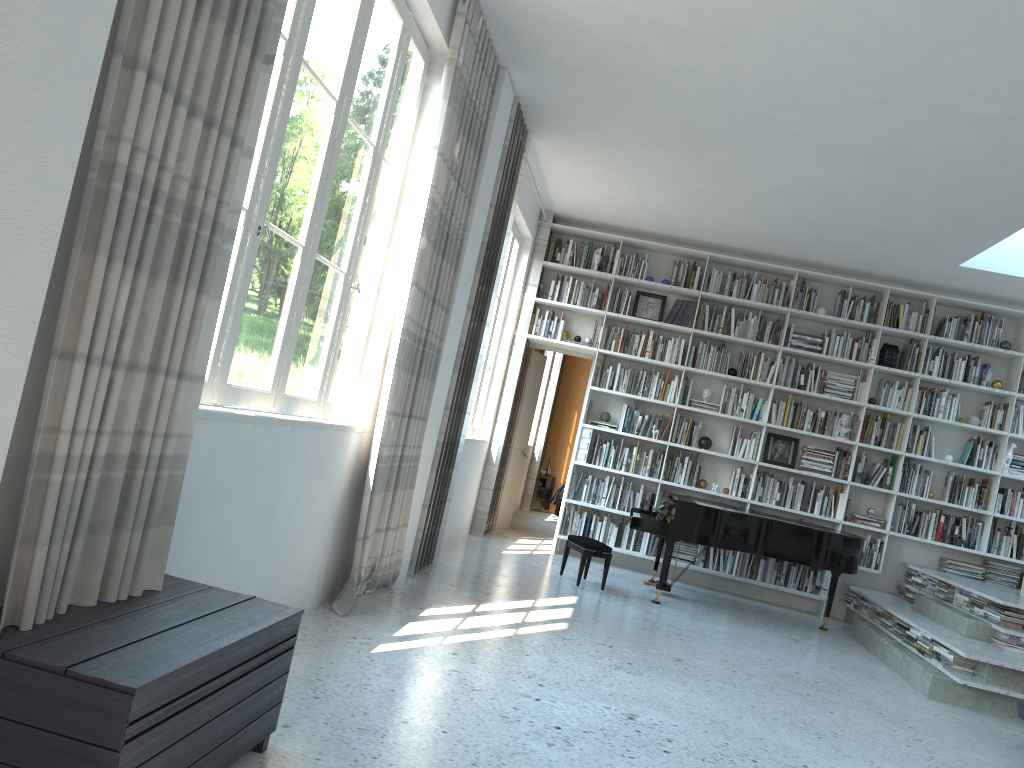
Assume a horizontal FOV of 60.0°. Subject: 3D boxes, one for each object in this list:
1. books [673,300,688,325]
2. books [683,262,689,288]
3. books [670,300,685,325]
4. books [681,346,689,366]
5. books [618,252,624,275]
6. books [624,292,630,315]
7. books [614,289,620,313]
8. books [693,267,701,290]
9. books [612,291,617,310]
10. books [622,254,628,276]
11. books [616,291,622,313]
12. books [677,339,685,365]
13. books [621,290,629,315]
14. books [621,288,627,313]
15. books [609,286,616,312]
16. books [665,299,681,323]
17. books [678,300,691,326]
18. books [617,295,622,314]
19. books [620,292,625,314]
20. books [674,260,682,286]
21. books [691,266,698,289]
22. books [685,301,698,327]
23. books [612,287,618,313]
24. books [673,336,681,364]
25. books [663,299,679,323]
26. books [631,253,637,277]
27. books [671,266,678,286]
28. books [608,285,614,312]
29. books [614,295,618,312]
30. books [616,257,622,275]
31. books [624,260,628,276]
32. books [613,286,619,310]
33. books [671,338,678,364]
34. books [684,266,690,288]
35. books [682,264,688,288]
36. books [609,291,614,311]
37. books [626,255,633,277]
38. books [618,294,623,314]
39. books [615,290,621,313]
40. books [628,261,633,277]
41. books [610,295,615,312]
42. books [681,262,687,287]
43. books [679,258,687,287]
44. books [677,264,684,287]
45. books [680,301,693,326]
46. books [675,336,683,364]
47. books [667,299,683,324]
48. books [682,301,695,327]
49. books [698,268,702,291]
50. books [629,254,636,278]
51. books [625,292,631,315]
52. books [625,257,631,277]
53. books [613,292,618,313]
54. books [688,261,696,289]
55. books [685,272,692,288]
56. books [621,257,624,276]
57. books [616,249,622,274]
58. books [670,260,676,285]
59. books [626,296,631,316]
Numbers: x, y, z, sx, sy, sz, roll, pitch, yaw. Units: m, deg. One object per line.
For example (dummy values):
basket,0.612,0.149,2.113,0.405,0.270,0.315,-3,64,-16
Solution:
books,1.639,-0.676,8.651,0.097,0.282,0.174,12,-2,8
books,1.696,-1.036,8.669,0.011,0.274,0.183,12,-2,8
books,1.612,-0.678,8.675,0.110,0.279,0.174,12,-2,8
books,1.666,-0.257,8.591,0.039,0.202,0.236,12,-3,8
books,1.075,-1.159,8.772,0.007,0.258,0.156,12,-2,8
books,1.126,-0.770,8.725,0.011,0.249,0.168,12,-2,8
books,1.037,-0.794,8.737,0.009,0.260,0.184,12,-2,8
books,1.798,-1.003,8.658,0.031,0.254,0.178,12,-2,8
books,1.006,-0.789,8.751,0.005,0.238,0.154,12,-2,8
books,1.114,-1.147,8.758,0.012,0.249,0.180,12,-2,8
books,1.049,-0.785,8.722,0.004,0.246,0.189,12,-2,8
books,1.640,-0.293,8.622,0.035,0.263,0.178,12,-2,8
books,1.109,-0.778,8.718,0.023,0.258,0.183,12,-2,8
books,1.100,-0.791,8.730,0.005,0.281,0.191,12,-2,8
books,0.990,-0.817,8.751,0.006,0.287,0.148,12,-2,8
books,1.568,-0.687,8.681,0.110,0.279,0.174,12,-2,8
books,1.674,-0.670,8.666,0.078,0.285,0.174,12,-2,8
books,1.059,-0.765,8.761,0.012,0.214,0.132,12,-2,8
books,1.084,-0.775,8.733,0.019,0.243,0.153,12,-2,8
books,1.616,-1.055,8.681,0.024,0.279,0.188,12,-2,8
books,1.774,-1.011,8.674,0.022,0.260,0.152,12,-2,8
books,1.738,-0.657,8.643,0.078,0.285,0.174,12,-2,8
books,1.015,-0.807,8.750,0.005,0.277,0.147,12,-2,8
books,1.598,-0.316,8.620,0.012,0.291,0.182,12,-2,8
books,1.545,-0.692,8.675,0.110,0.279,0.174,12,-2,8
books,1.198,-1.140,8.744,0.007,0.272,0.154,12,-2,8
books,1.585,-1.030,8.689,0.028,0.218,0.153,12,-2,8
books,0.976,-0.824,8.743,0.005,0.292,0.184,12,-2,8
books,1.024,-0.774,8.723,0.004,0.214,0.186,12,-3,8
books,1.057,-1.136,8.767,0.017,0.204,0.142,12,-2,8
books,1.124,-1.115,8.769,0.017,0.193,0.129,12,-2,8
books,1.022,-0.811,8.752,0.006,0.289,0.144,12,-2,8
books,1.582,-0.305,8.650,0.024,0.266,0.155,12,-2,8
books,1.709,-1.021,8.695,0.013,0.254,0.129,12,-2,8
books,1.684,-1.033,8.669,0.010,0.263,0.156,12,-2,8
books,0.980,-0.790,8.774,0.006,0.233,0.136,12,-2,8
books,1.157,-1.134,8.754,0.016,0.243,0.156,12,-2,8
books,1.069,-0.766,8.723,0.018,0.218,0.186,12,-3,8
books,1.046,-0.786,8.744,0.010,0.249,0.166,12,-2,8
books,1.166,-1.106,8.760,0.014,0.192,0.146,12,-2,8
books,0.992,-0.774,8.751,0.015,0.207,0.172,12,-3,8
books,1.677,-1.044,8.683,0.013,0.283,0.166,12,-2,8
books,1.670,-1.063,8.700,0.014,0.320,0.137,12,-2,8
books,1.638,-1.035,8.676,0.028,0.249,0.155,12,-2,8
books,1.697,-0.665,8.667,0.078,0.285,0.174,12,-2,8
books,1.616,-0.311,8.629,0.022,0.289,0.169,12,-2,8
books,1.587,-0.684,8.660,0.110,0.279,0.174,12,-2,8
books,1.718,-0.661,8.659,0.078,0.285,0.174,12,-2,8
books,1.834,-0.993,8.667,0.039,0.252,0.146,12,-2,8
books,1.186,-1.137,8.746,0.016,0.260,0.154,12,-2,8
books,1.137,-0.770,8.722,0.012,0.254,0.166,12,-2,8
books,1.140,-1.129,8.751,0.013,0.225,0.177,12,-2,8
books,1.020,-0.782,8.734,0.009,0.228,0.184,12,-3,8
books,1.753,-1.035,8.655,0.025,0.297,0.163,12,-2,8
books,1.717,-0.988,8.667,0.027,0.190,0.177,12,-3,8
books,1.089,-1.132,8.768,0.032,0.210,0.158,12,-2,8
books,1.056,-1.177,8.779,0.007,0.285,0.159,12,-2,8
books,1.574,-1.062,8.705,0.013,0.277,0.151,12,-2,8
books,1.144,-0.748,8.711,0.012,0.214,0.185,12,-3,8
